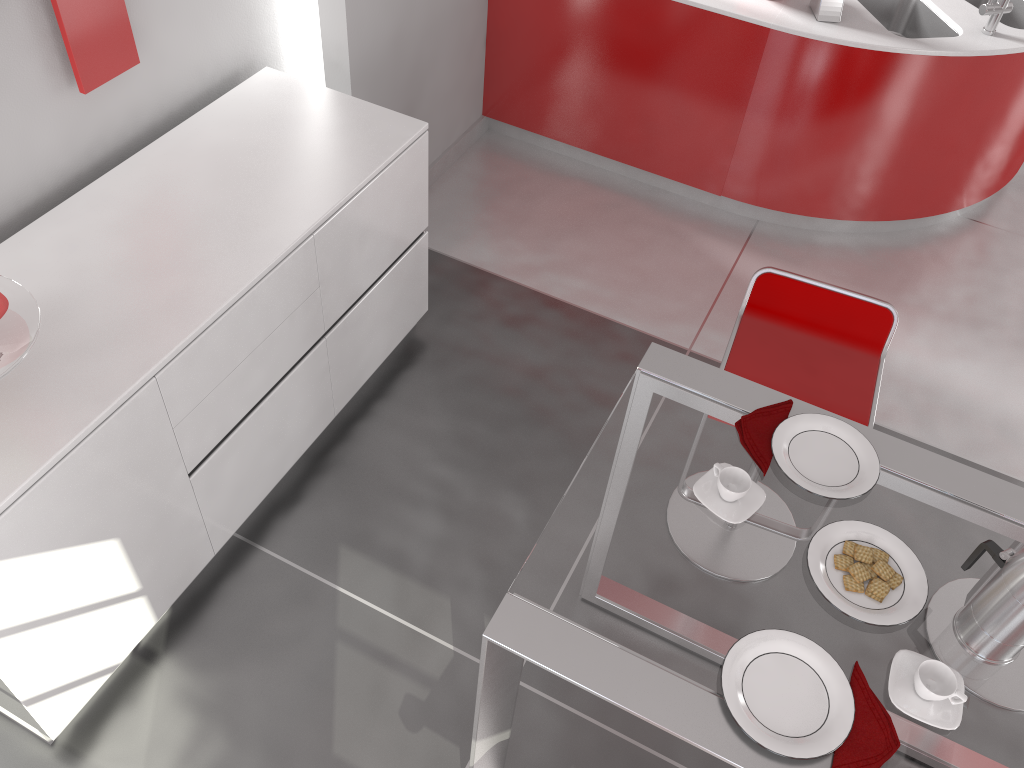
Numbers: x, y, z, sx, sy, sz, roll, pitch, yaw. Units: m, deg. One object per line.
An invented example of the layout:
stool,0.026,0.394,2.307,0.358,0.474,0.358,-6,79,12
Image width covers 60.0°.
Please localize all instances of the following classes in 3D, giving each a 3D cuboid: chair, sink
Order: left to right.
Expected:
chair,0.744,0.155,2.561,0.418,0.857,0.460,19,49,12
sink,1.550,-1.395,3.577,0.326,0.172,0.428,-6,49,-11
sink,2.012,-1.485,3.703,0.326,0.172,0.428,-16,51,-19

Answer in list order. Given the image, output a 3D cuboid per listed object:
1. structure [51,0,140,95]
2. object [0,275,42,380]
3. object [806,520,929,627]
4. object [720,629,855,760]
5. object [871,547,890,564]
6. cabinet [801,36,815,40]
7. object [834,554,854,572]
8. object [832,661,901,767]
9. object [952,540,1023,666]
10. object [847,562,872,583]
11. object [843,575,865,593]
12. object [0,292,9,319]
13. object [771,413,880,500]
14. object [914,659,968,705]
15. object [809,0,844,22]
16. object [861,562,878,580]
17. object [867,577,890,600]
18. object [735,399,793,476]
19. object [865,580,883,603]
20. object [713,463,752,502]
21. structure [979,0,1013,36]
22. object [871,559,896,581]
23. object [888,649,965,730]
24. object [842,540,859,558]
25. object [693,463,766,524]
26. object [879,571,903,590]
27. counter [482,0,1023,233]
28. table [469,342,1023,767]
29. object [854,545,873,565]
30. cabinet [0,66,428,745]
structure,-1.148,-1.127,1.615,0.040,1.503,0.820,23,50,15
object,-1.169,-0.045,1.840,0.398,0.159,0.398,-8,49,-12
object,0.638,0.340,1.599,0.217,0.015,0.217,-17,52,-20
object,0.444,0.500,1.436,0.217,0.015,0.217,5,48,-1
object,0.672,0.317,1.626,0.036,0.006,0.034,23,50,15
cabinet,1.200,-1.731,4.256,1.875,0.761,1.025,-11,50,-15
object,0.604,0.325,1.612,0.036,0.006,0.034,11,48,4
object,0.566,0.555,1.400,0.095,0.012,0.234,22,50,14
object,0.819,0.332,1.440,0.149,0.287,0.113,30,52,20
object,0.624,0.338,1.594,0.034,0.006,0.036,-17,52,-20
object,0.611,0.356,1.584,0.036,0.006,0.034,7,48,1
object,-1.086,-0.165,1.790,0.097,0.133,0.117,15,48,8
object,0.625,0.145,1.775,0.217,0.015,0.217,-18,52,-20
object,0.683,0.492,1.434,0.062,0.049,0.078,-15,51,-18
object,1.215,-1.494,3.367,0.091,0.178,0.137,3,48,-3
object,0.647,0.336,1.606,0.036,0.006,0.034,38,55,26
object,0.652,0.362,1.575,0.034,0.006,0.036,33,53,22
object,0.505,0.090,1.816,0.095,0.012,0.234,23,50,15
object,0.648,0.368,1.577,0.034,0.006,0.036,26,51,18
object,0.409,0.192,1.680,0.078,0.049,0.062,23,50,15
structure,1.858,-1.714,3.129,0.308,0.920,0.178,-12,50,-16
object,0.671,0.336,1.601,0.034,0.006,0.036,-29,57,-28
object,0.679,0.503,1.457,0.119,0.016,0.119,21,49,13
object,0.628,0.305,1.632,0.036,0.006,0.034,23,50,15
object,0.414,0.211,1.696,0.119,0.016,0.119,-33,59,-30
object,0.684,0.350,1.597,0.036,0.006,0.034,-32,58,-29
counter,1.419,-1.581,4.184,2.865,0.880,1.868,-20,53,-22
table,0.852,0.817,1.874,1.700,1.000,0.800,23,50,15
object,0.643,0.311,1.621,0.034,0.006,0.036,14,48,7
cabinet,-0.966,-0.046,2.563,0.610,0.880,1.802,23,50,15
